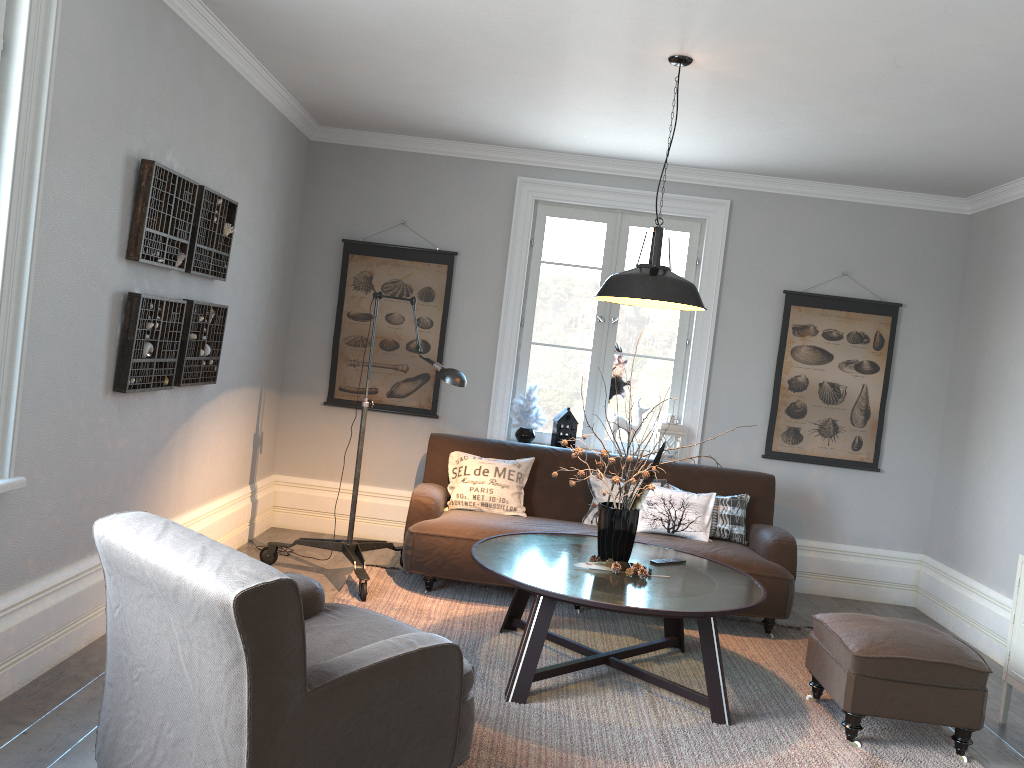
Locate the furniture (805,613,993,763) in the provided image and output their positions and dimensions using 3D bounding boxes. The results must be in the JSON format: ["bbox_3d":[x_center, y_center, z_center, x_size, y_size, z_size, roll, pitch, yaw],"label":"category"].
[{"bbox_3d":[1.575,1.220,3.672,0.583,0.439,0.574,7,2,2],"label":"furniture"}]

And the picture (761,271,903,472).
[{"bbox_3d":[2.151,-0.106,5.944,0.793,1.313,0.057,7,2,2],"label":"picture"}]

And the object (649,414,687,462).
[{"bbox_3d":[1.040,0.359,5.920,0.193,0.322,0.193,7,2,-5],"label":"object"}]

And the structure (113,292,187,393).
[{"bbox_3d":[-1.564,-0.176,3.861,0.086,0.416,0.468,7,2,1],"label":"structure"}]

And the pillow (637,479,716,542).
[{"bbox_3d":[0.946,0.737,5.156,0.471,0.309,0.188,7,2,2],"label":"pillow"}]

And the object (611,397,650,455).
[{"bbox_3d":[0.779,0.286,5.868,0.239,0.410,0.128,7,2,-2],"label":"object"}]

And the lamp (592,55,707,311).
[{"bbox_3d":[0.669,-0.887,3.897,0.504,1.075,0.504,5,2,-41],"label":"lamp"}]

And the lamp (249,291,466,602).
[{"bbox_3d":[-0.933,0.273,5.242,1.865,1.644,0.797,8,2,39],"label":"lamp"}]

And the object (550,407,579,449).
[{"bbox_3d":[0.355,0.296,5.961,0.155,0.284,0.155,7,2,-8],"label":"object"}]

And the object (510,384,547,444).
[{"bbox_3d":[0.093,0.194,5.958,0.263,0.423,0.247,8,2,37],"label":"object"}]

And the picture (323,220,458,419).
[{"bbox_3d":[-0.814,-0.461,6.023,0.793,1.313,0.057,7,2,2],"label":"picture"}]

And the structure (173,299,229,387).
[{"bbox_3d":[-1.547,-0.201,4.410,0.086,0.416,0.468,7,2,1],"label":"structure"}]

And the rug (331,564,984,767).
[{"bbox_3d":[0.441,1.255,3.997,2.819,0.090,2.400,7,2,2],"label":"rug"}]

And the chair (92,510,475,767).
[{"bbox_3d":[-0.628,0.823,2.616,0.807,0.795,0.970,8,3,43],"label":"chair"}]

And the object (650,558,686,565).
[{"bbox_3d":[0.734,0.831,4.164,0.207,0.011,0.051,5,3,-38],"label":"object"}]

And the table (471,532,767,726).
[{"bbox_3d":[0.434,1.059,3.956,1.300,0.503,1.300,7,2,-6],"label":"table"}]

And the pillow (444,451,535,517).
[{"bbox_3d":[-0.142,0.600,5.300,0.519,0.368,0.240,7,2,2],"label":"pillow"}]

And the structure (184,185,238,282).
[{"bbox_3d":[-1.475,-0.732,4.374,0.105,0.416,0.468,7,2,1],"label":"structure"}]

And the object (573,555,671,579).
[{"bbox_3d":[0.480,0.790,3.856,0.404,0.067,0.153,7,2,19],"label":"object"}]

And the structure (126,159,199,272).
[{"bbox_3d":[-1.515,-0.716,3.839,0.099,0.416,0.468,7,2,1],"label":"structure"}]

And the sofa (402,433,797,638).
[{"bbox_3d":[0.498,0.849,5.179,2.165,0.824,0.969,7,2,2],"label":"sofa"}]

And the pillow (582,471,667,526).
[{"bbox_3d":[0.657,0.710,5.239,0.472,0.347,0.159,7,2,-1],"label":"pillow"}]

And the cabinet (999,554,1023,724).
[{"bbox_3d":[2.374,1.170,3.382,0.408,0.757,1.152,7,2,2],"label":"cabinet"}]

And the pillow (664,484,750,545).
[{"bbox_3d":[1.147,0.770,5.262,0.542,0.288,0.183,7,2,3],"label":"pillow"}]

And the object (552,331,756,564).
[{"bbox_3d":[0.629,0.299,3.865,0.853,1.066,0.525,6,2,-28],"label":"object"}]
